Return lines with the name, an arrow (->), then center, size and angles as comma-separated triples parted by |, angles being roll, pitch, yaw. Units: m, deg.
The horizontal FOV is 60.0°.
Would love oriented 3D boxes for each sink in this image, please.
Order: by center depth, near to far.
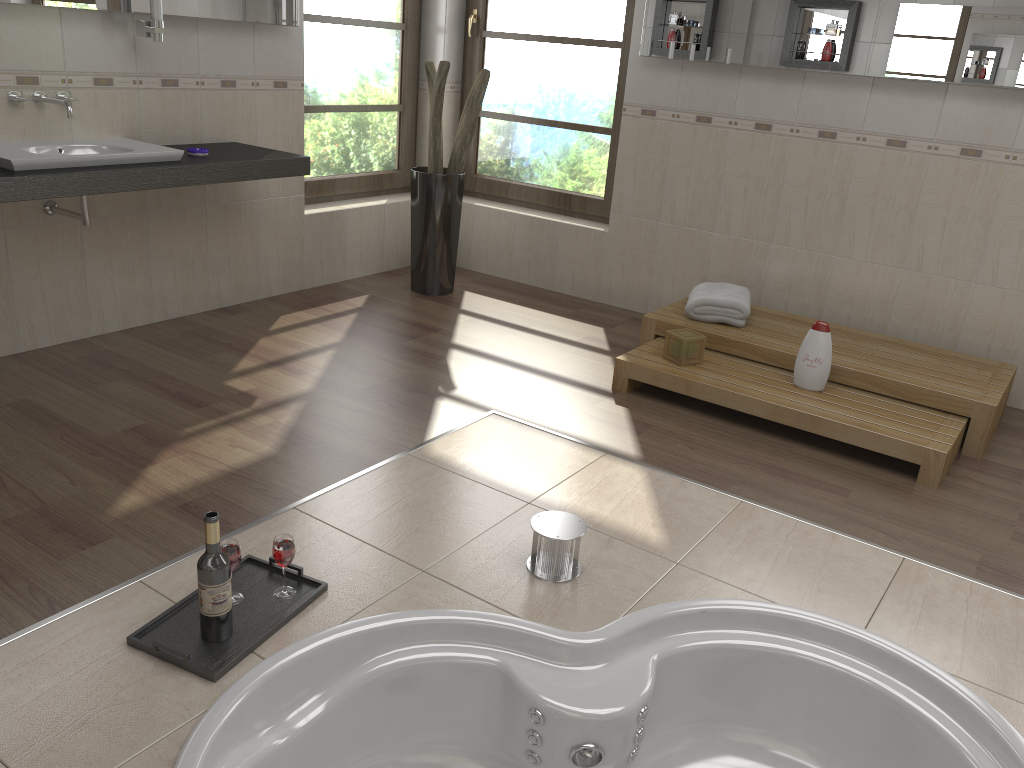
sink -> -1.643, -0.744, 3.347 | 0.403, 0.288, 0.670 | 18, 25, 31

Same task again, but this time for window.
window -> -0.822, -1.992, 4.729 | 0.117, 1.934, 0.998 | 18, 25, 31
window -> 0.206, -1.964, 4.888 | 1.124, 1.934, 0.117 | 18, 25, 31

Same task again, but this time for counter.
counter -> -2.006, -0.616, 2.745 | 0.510, 0.080, 3.220 | 18, 25, 31

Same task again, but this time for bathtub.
bathtub -> 0.273, 1.179, 1.545 | 1.754, 0.674, 1.751 | 1, 21, -11

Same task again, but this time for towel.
towel -> 0.954, -0.382, 4.093 | 0.280, 0.119, 0.399 | 10, 21, 12

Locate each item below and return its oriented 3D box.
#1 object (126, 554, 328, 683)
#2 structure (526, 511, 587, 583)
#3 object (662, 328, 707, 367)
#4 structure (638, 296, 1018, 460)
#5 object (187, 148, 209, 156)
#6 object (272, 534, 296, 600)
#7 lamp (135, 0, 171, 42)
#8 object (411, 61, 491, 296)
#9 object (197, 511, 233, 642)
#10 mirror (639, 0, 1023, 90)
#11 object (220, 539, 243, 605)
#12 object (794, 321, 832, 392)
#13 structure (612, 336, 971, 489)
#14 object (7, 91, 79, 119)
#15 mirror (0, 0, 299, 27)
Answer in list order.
object -> -0.656, 0.528, 2.086 | 0.250, 0.040, 0.400 | 14, 23, 22
structure -> 0.119, 0.434, 2.377 | 0.150, 0.131, 0.150 | 20, 26, 35
object -> 0.712, -0.152, 3.663 | 0.120, 0.120, 0.120 | -8, 24, -30
structure -> 1.347, -0.089, 3.891 | 1.450, 0.220, 0.620 | 18, 25, 31
object -> -1.292, -0.956, 3.649 | 0.083, 0.020, 0.083 | -13, 28, -39
object -> -0.552, 0.442, 2.149 | 0.055, 0.153, 0.055 | 15, 23, 24
lamp -> -1.405, -1.452, 3.457 | 0.131, 0.215, 0.068 | 18, 25, 31
object -> -0.400, -1.071, 4.676 | 0.413, 1.209, 0.343 | 18, 25, 31
object -> -0.658, 0.423, 1.960 | 0.070, 0.307, 0.070 | 5, 21, 0
mirror -> 1.551, -1.602, 3.705 | 2.200, 0.600, 0.005 | 18, 25, 31
object -> -0.671, 0.446, 2.111 | 0.055, 0.153, 0.055 | 15, 23, 24
object -> 1.176, -0.110, 3.441 | 0.134, 0.276, 0.063 | 15, 23, 24
structure -> 1.120, 0.050, 3.590 | 1.280, 0.140, 0.620 | 18, 25, 31
object -> -1.698, -1.040, 3.293 | 0.211, 0.082, 0.245 | 18, 25, 31
mirror -> -1.947, -1.513, 2.689 | 0.005, 0.600, 3.430 | 18, 25, 31
